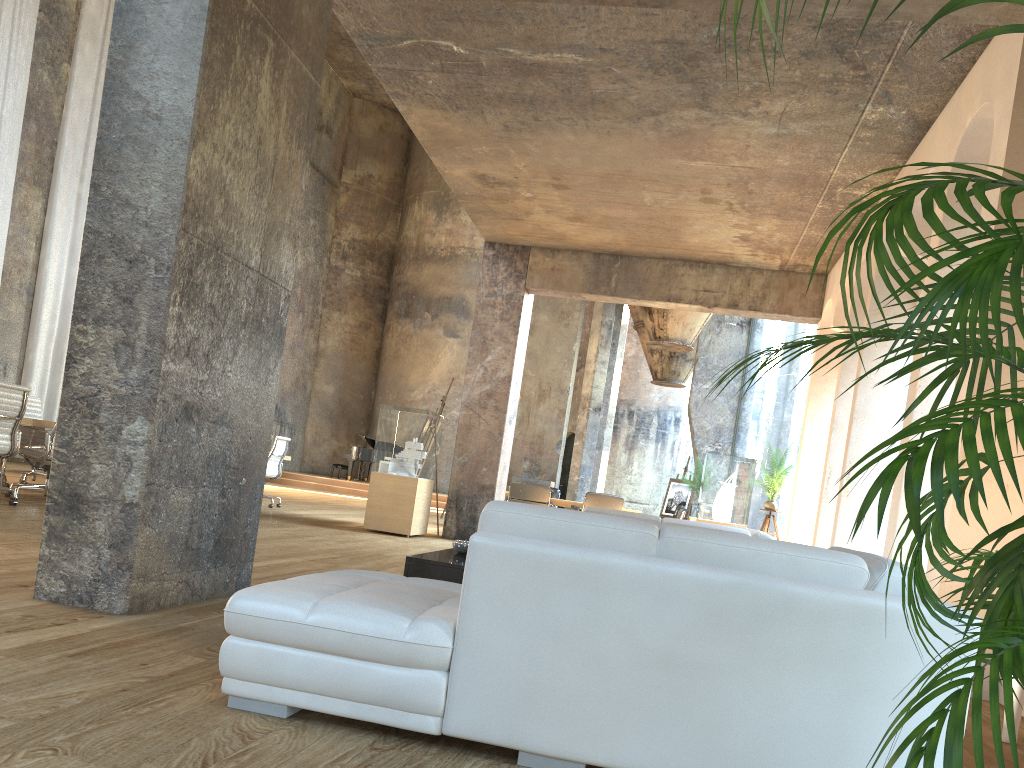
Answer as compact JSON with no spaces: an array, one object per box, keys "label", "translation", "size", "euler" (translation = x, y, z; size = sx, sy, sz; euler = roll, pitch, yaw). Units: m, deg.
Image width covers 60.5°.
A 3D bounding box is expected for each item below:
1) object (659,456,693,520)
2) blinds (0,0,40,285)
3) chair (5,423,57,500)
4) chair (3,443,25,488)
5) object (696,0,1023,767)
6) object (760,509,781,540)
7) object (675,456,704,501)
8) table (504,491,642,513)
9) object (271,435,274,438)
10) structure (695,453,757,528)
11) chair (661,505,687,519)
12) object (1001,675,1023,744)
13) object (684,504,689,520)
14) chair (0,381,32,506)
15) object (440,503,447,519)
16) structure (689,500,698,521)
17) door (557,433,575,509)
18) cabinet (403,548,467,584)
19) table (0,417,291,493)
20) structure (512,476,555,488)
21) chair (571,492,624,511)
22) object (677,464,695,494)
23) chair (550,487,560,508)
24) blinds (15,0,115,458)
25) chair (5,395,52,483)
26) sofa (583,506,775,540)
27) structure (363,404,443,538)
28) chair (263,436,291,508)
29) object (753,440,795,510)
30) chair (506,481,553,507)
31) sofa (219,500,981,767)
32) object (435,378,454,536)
[{"label":"object","translation":[3.838,2.679,20.176],"size":[0.695,2.144,0.691],"euler":[8,0,39]},{"label":"blinds","translation":[-8.374,-3.712,9.839],"size":[0.274,8.631,7.883],"euler":[8,-2,12]},{"label":"chair","translation":[-4.329,0.599,8.210],"size":[0.695,1.024,0.670],"euler":[8,-1,16]},{"label":"chair","translation":[-5.559,0.543,9.237],"size":[0.695,1.024,0.670],"euler":[8,-1,16]},{"label":"object","translation":[0.944,0.148,1.401],"size":[1.395,1.810,1.367],"euler":[8,-2,16]},{"label":"object","translation":[3.247,2.122,11.499],"size":[0.664,0.971,0.567],"euler":[9,-1,-26]},{"label":"object","translation":[3.501,1.809,16.596],"size":[0.855,0.939,0.693],"euler":[8,-2,13]},{"label":"table","translation":[0.846,2.240,14.286],"size":[2.402,0.699,1.113],"euler":[7,-5,10]},{"label":"object","translation":[-6.273,1.631,21.032],"size":[1.091,1.455,1.133],"euler":[8,-2,1]},{"label":"structure","translation":[2.647,1.699,11.125],"size":[0.592,1.546,0.746],"euler":[8,-1,10]},{"label":"chair","translation":[2.311,2.328,14.029],"size":[0.819,0.891,0.733],"euler":[8,-2,5]},{"label":"object","translation":[2.128,1.289,3.706],"size":[0.100,0.451,0.102],"euler":[9,1,35]},{"label":"object","translation":[3.853,3.105,18.998],"size":[0.657,0.971,0.573],"euler":[8,-1,4]},{"label":"chair","translation":[-4.483,0.469,7.305],"size":[0.696,1.024,0.670],"euler":[8,-1,14]},{"label":"object","translation":[-0.752,1.613,16.849],"size":[0.695,2.144,0.691],"euler":[8,0,42]},{"label":"structure","translation":[3.472,2.609,15.487],"size":[0.732,1.013,0.748],"euler":[8,-2,10]},{"label":"door","translation":[1.647,2.708,25.373],"size":[0.112,2.629,0.894],"euler":[8,0,-37]},{"label":"cabinet","translation":[-0.229,1.132,4.908],"size":[0.394,0.368,1.574],"euler":[8,-6,11]},{"label":"table","translation":[-4.836,0.832,9.678],"size":[1.596,0.756,7.775],"euler":[7,-7,11]},{"label":"structure","translation":[0.364,2.379,17.360],"size":[0.741,1.013,0.740],"euler":[8,-2,10]},{"label":"chair","translation":[1.238,2.110,13.518],"size":[0.733,0.891,0.819],"euler":[9,-3,-16]},{"label":"object","translation":[3.939,2.162,19.018],"size":[0.682,0.938,0.869],"euler":[7,-3,31]},{"label":"chair","translation":[0.400,2.182,15.138],"size":[0.726,0.891,0.828],"euler":[8,-3,17]},{"label":"blinds","translation":[-6.904,-2.480,18.361],"size":[0.274,8.631,7.883],"euler":[8,-2,12]},{"label":"chair","translation":[-5.406,0.668,10.105],"size":[0.695,1.024,0.671],"euler":[8,-1,19]},{"label":"sofa","translation":[0.964,1.381,7.047],"size":[2.057,0.720,2.951],"euler":[7,-6,10]},{"label":"structure","translation":[-1.335,1.091,10.886],"size":[0.592,1.546,0.746],"euler":[8,-1,10]},{"label":"chair","translation":[-3.612,1.226,12.587],"size":[0.695,1.024,0.670],"euler":[8,-1,16]},{"label":"object","translation":[3.445,1.190,11.480],"size":[0.687,0.938,0.862],"euler":[8,-3,1]},{"label":"chair","translation":[0.248,1.983,13.660],"size":[0.728,0.891,0.825],"euler":[8,-3,4]},{"label":"sofa","translation":[0.251,0.784,2.903],"size":[2.061,0.720,1.079],"euler":[7,-4,10]},{"label":"object","translation":[-1.164,0.946,11.765],"size":[0.682,2.144,0.703],"euler":[8,0,9]}]
